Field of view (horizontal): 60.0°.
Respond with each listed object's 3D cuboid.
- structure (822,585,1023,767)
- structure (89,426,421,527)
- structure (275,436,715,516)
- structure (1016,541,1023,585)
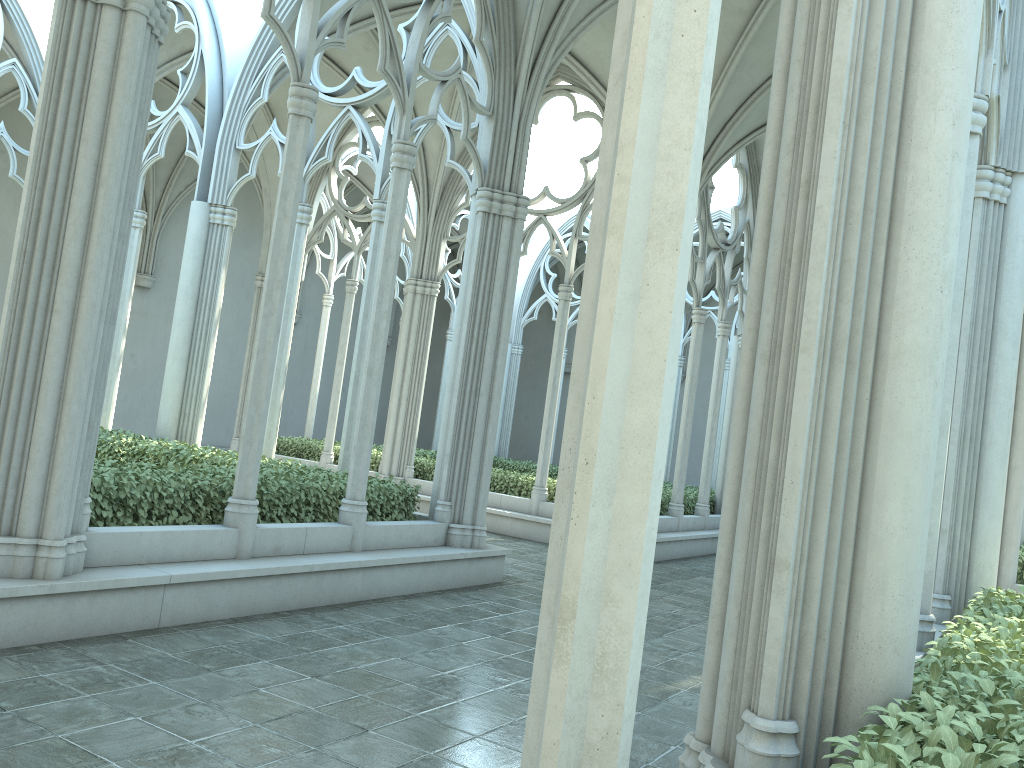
[{"bbox_3d":[4.685,1.731,1.068,7.995,0.963,8.018,5,-4,32],"label":"structure"},{"bbox_3d":[-6.352,0.676,8.002,7.995,0.963,8.018,5,-4,32],"label":"structure"},{"bbox_3d":[0.438,2.219,19.056,7.995,0.963,8.018,5,-4,32],"label":"structure"},{"bbox_3d":[11.483,3.275,12.118,7.995,0.963,8.018,5,-4,32],"label":"structure"}]
